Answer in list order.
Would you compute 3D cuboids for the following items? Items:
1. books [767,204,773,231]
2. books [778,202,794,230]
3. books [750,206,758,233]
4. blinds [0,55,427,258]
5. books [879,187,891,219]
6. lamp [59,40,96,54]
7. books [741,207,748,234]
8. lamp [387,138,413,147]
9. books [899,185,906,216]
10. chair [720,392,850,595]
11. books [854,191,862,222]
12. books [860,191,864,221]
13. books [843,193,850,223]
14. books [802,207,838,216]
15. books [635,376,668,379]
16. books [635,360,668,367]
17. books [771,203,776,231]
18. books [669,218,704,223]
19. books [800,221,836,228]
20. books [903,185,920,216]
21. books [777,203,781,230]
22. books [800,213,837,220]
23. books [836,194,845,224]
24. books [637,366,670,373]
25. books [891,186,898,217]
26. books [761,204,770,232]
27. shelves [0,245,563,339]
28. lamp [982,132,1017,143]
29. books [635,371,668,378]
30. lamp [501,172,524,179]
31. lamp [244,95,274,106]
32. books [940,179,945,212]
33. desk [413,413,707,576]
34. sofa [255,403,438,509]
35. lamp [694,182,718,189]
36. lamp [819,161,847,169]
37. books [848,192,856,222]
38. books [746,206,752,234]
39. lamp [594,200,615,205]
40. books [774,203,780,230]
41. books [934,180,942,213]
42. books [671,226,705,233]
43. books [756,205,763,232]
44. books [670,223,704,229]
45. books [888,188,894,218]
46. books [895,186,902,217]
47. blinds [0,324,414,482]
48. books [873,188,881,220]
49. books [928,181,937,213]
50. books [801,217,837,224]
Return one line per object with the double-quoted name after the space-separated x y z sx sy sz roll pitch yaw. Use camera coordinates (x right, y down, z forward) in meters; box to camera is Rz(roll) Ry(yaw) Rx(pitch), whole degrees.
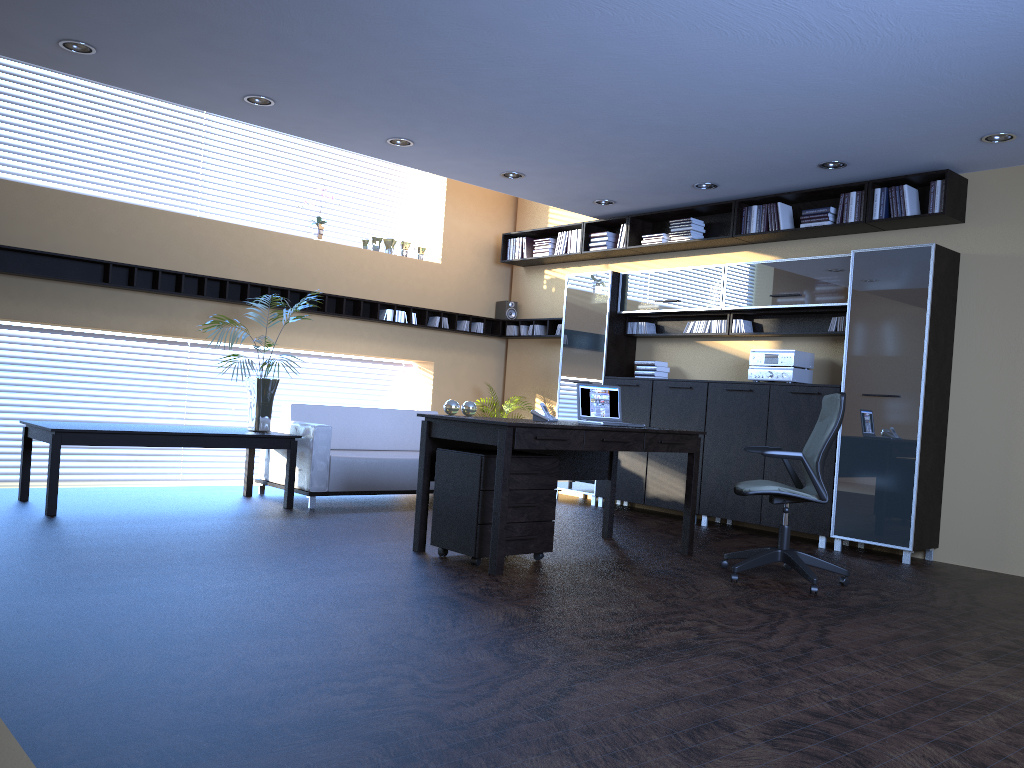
2.354 -1.459 7.901 0.207 0.259 0.075 4 0 -41 "books"
2.415 -1.457 7.810 0.207 0.258 0.072 4 0 -42 "books"
2.241 -1.465 8.026 0.207 0.258 0.050 4 0 -41 "books"
-3.057 -2.302 8.705 5.396 1.461 0.039 5 0 -41 "blinds"
3.022 -1.426 7.122 0.207 0.258 0.050 4 0 -41 "books"
-2.701 -2.140 5.518 0.209 0.096 0.208 5 -1 -41 "lamp"
2.176 -1.468 8.108 0.207 0.258 0.050 4 0 -41 "books"
-0.894 -1.984 7.113 0.209 0.096 0.208 4 -1 19 "lamp"
3.129 -1.421 7.003 0.207 0.259 0.075 4 0 -42 "books"
1.788 0.640 5.628 0.768 1.216 0.832 4 0 6 "chair"
2.888 -1.433 7.280 0.207 0.258 0.050 4 0 -41 "books"
2.922 -1.431 7.241 0.207 0.258 0.050 4 0 -41 "books"
2.826 -1.436 7.364 0.207 0.258 0.050 4 0 -41 "books"
2.646 -1.455 7.556 0.208 0.050 0.258 5 -1 -41 "books"
1.396 -0.049 8.881 0.208 0.050 0.258 5 -1 -41 "books"
1.397 -0.203 8.897 0.208 0.050 0.258 5 -1 -42 "books"
2.374 -1.458 7.877 0.207 0.259 0.075 4 0 -41 "books"
1.700 -1.578 8.644 0.208 0.028 0.258 5 -1 -41 "books"
2.636 -1.340 7.582 0.208 0.050 0.258 5 -1 -42 "books"
3.148 -1.420 6.978 0.207 0.259 0.075 4 0 -42 "books"
2.419 -1.456 7.845 0.207 0.258 0.072 4 0 -41 "books"
2.635 -1.414 7.578 0.208 0.031 0.258 5 -1 -42 "books"
2.788 -1.437 7.402 0.207 0.260 0.055 4 0 -41 "books"
1.415 -0.150 8.888 0.208 0.050 0.258 5 -1 -41 "books"
3.086 -1.423 7.050 0.207 0.259 0.075 4 0 -42 "books"
2.313 -1.461 7.951 0.207 0.258 0.050 4 0 -41 "books"
-2.171 -0.854 8.267 6.628 0.213 1.248 5 -1 -41 "shelves"
3.297 -1.709 5.995 0.208 0.096 0.209 4 -1 -23 "lamp"
1.397 -0.101 8.892 0.208 0.050 0.258 5 -1 -41 "books"
0.010 -1.906 7.911 0.209 0.096 0.208 4 -1 31 "lamp"
-1.797 -2.062 6.316 0.209 0.096 0.208 4 -1 19 "lamp"
3.338 -1.411 6.770 0.207 0.258 0.050 4 0 -42 "books"
0.361 0.711 6.043 1.896 0.890 0.913 5 -1 -41 "desk"
-1.220 0.662 8.388 2.058 0.848 1.013 5 -1 -41 "sofa"
1.708 -1.788 7.804 0.209 0.096 0.208 3 -1 43 "lamp"
2.503 -1.748 6.900 0.209 0.096 0.208 3 -1 43 "lamp"
2.853 -1.435 7.319 0.207 0.258 0.050 4 0 -41 "books"
2.211 -1.466 8.069 0.207 0.258 0.050 4 0 -41 "books"
0.913 -1.827 8.709 0.208 0.096 0.209 4 -1 -23 "lamp"
2.392 -1.456 7.850 0.207 0.258 0.072 4 0 -41 "books"
3.308 -1.412 6.804 0.207 0.258 0.036 4 0 -41 "books"
1.715 -1.492 8.637 0.208 0.028 0.258 5 -1 -41 "books"
2.280 -1.463 7.992 0.207 0.258 0.050 4 0 -41 "books"
1.702 -1.522 8.638 0.208 0.028 0.258 5 -1 -42 "books"
3.081 -1.423 7.088 0.207 0.259 0.075 4 0 -41 "books"
3.110 -1.422 7.029 0.207 0.259 0.075 4 0 -41 "books"
-3.238 0.269 8.725 5.396 1.367 0.047 5 0 -41 "blinds"
2.988 -1.428 7.161 0.207 0.258 0.050 4 0 -42 "books"
3.287 -1.413 6.845 0.207 0.258 0.050 4 0 -42 "books"
2.641 -1.383 7.569 0.208 0.031 0.258 5 -1 -41 "books"
